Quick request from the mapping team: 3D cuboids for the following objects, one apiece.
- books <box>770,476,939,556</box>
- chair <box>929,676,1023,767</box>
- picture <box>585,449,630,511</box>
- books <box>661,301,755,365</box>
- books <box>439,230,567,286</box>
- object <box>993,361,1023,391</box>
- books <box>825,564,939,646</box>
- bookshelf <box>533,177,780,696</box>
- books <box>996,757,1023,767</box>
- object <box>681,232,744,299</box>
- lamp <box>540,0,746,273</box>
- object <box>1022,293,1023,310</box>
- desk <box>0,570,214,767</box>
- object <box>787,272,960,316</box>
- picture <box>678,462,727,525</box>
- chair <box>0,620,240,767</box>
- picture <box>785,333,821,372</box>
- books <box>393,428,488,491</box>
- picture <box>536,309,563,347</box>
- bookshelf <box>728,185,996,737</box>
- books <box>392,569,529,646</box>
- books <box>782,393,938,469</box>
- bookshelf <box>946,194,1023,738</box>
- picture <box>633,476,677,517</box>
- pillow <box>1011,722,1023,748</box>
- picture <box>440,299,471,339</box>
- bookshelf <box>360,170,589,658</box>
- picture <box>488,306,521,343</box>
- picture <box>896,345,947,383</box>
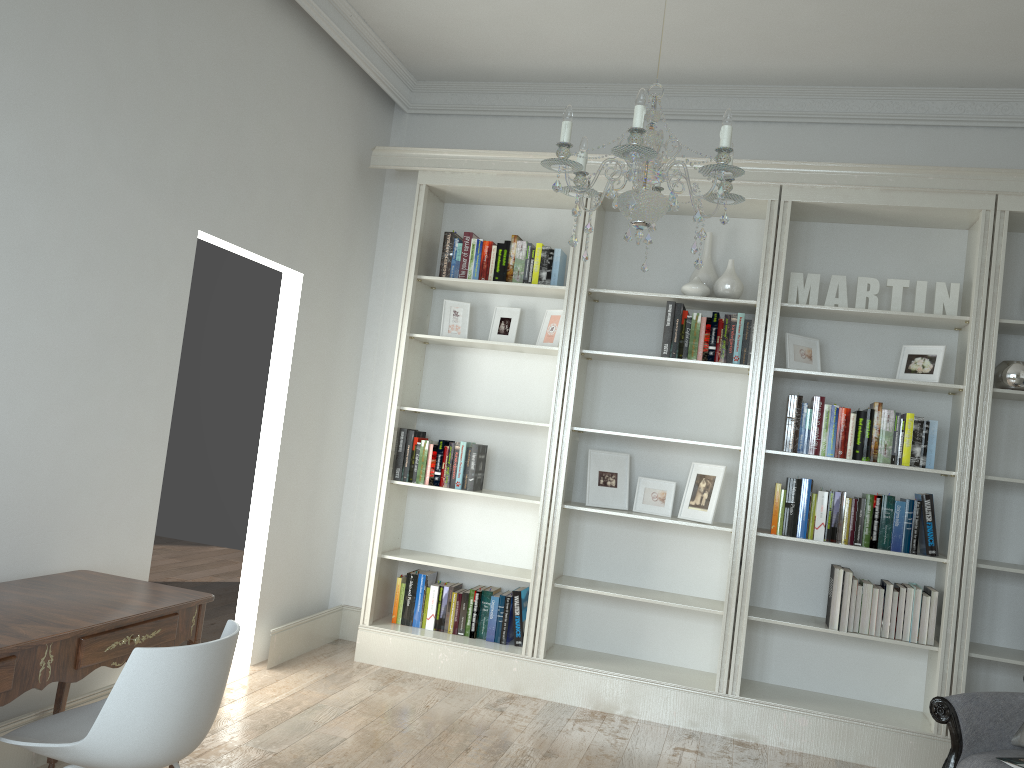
[{"bbox_3d":[1.679,0.636,4.356,0.762,0.302,0.207,6,-3,16],"label":"books"},{"bbox_3d":[1.969,1.219,2.986,0.763,1.024,0.778,8,-3,-20],"label":"chair"},{"bbox_3d":[0.510,0.511,4.752,0.231,0.300,0.127,8,-3,-10],"label":"picture"},{"bbox_3d":[1.027,-0.251,4.583,0.465,0.291,0.205,6,-3,15],"label":"books"},{"bbox_3d":[-0.049,-0.691,5.032,0.691,0.301,0.201,6,-3,16],"label":"books"},{"bbox_3d":[2.367,-0.033,4.181,0.185,0.140,0.185,5,-4,35],"label":"object"},{"bbox_3d":[1.774,1.058,4.264,0.465,0.291,0.205,6,-3,15],"label":"books"},{"bbox_3d":[0.773,0.228,4.663,0.972,2.523,0.399,6,-3,15],"label":"bookshelf"},{"bbox_3d":[1.795,1.278,2.912,0.224,0.046,0.304,8,-3,-10],"label":"books"},{"bbox_3d":[1.060,-0.621,4.688,0.319,0.397,0.316,7,-3,4],"label":"object"},{"bbox_3d":[0.521,-1.629,2.684,0.648,2.542,0.577,8,-3,-15],"label":"lamp"},{"bbox_3d":[2.581,-0.442,4.286,0.193,0.362,0.193,7,-3,-1],"label":"object"},{"bbox_3d":[-1.473,0.949,2.340,0.555,0.668,1.443,6,-3,15],"label":"desk"},{"bbox_3d":[1.794,-0.439,4.428,0.790,0.180,0.034,6,-3,15],"label":"object"},{"bbox_3d":[0.989,0.560,4.573,0.124,0.300,0.202,10,-4,-44],"label":"picture"},{"bbox_3d":[-1.024,0.979,2.313,0.514,0.715,0.478,6,-3,15],"label":"chair"},{"bbox_3d":[1.460,-0.151,4.505,0.206,0.192,0.124,8,-3,-19],"label":"picture"},{"bbox_3d":[-0.391,0.420,4.941,0.465,0.291,0.205,6,-3,15],"label":"books"},{"bbox_3d":[0.227,-0.300,4.877,0.153,0.228,0.094,4,-4,40],"label":"picture"},{"bbox_3d":[1.705,0.327,4.404,0.972,2.523,0.399,6,-3,15],"label":"bookshelf"},{"bbox_3d":[-0.260,1.221,4.904,0.762,0.302,0.207,6,-3,16],"label":"books"},{"bbox_3d":[1.711,0.227,4.388,0.691,0.301,0.201,6,-3,16],"label":"books"},{"bbox_3d":[2.637,0.427,4.145,0.972,2.523,0.399,6,-3,15],"label":"bookshelf"},{"bbox_3d":[0.763,0.600,4.720,0.206,0.192,0.124,6,-3,16],"label":"picture"},{"bbox_3d":[1.986,1.196,3.024,0.210,0.263,0.547,8,-3,-24],"label":"pillow"},{"bbox_3d":[-0.322,-0.359,5.030,0.153,0.228,0.094,8,-3,-10],"label":"picture"},{"bbox_3d":[-0.159,0.128,4.922,0.972,2.523,0.399,6,-3,15],"label":"bookshelf"},{"bbox_3d":[-0.040,-0.325,5.020,0.153,0.228,0.094,6,-3,15],"label":"picture"},{"bbox_3d":[2.001,-0.094,4.317,0.124,0.188,0.202,10,-4,-44],"label":"picture"}]
